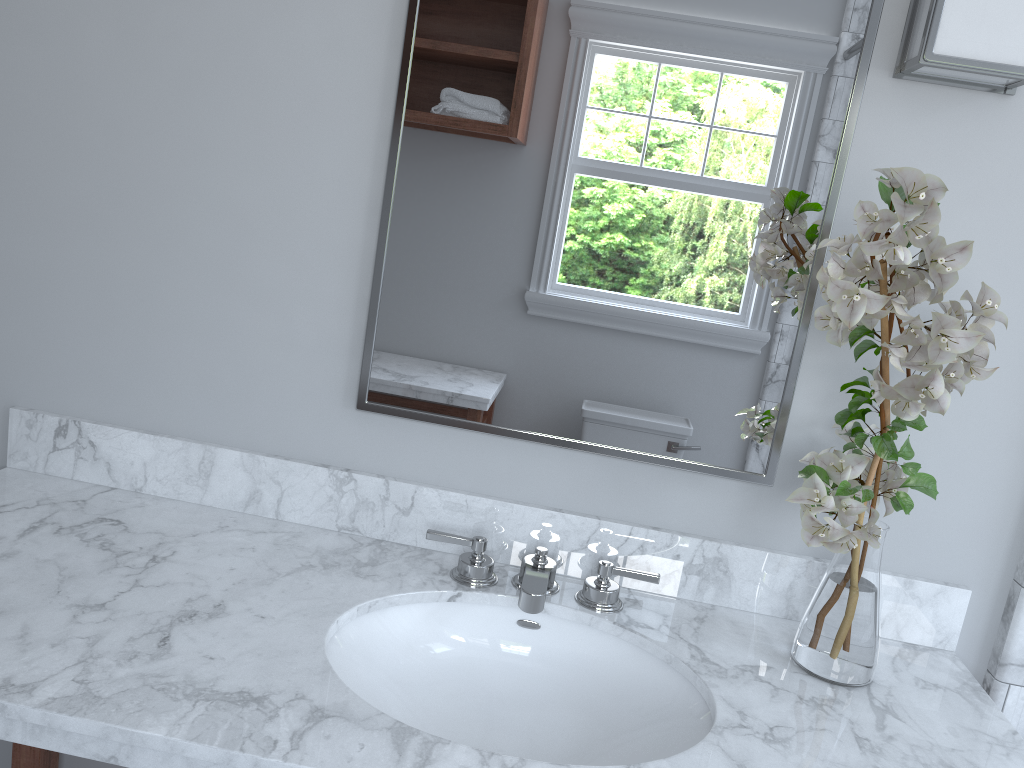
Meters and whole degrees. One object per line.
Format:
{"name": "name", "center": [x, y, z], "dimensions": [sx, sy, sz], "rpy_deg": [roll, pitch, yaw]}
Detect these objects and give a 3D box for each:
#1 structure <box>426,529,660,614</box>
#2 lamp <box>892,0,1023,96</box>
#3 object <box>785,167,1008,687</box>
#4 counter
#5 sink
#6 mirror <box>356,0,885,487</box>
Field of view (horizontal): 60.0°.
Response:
{"name": "structure", "center": [0.044, 0.298, 1.425], "dimensions": [0.295, 0.069, 0.256], "rpy_deg": [1, 14, -35]}
{"name": "lamp", "center": [0.670, -0.562, 1.247], "dimensions": [0.175, 0.266, 0.091], "rpy_deg": [10, 11, 4]}
{"name": "object", "center": [0.476, 0.089, 1.185], "dimensions": [0.225, 0.706, 0.374], "rpy_deg": [17, 14, 34]}
{"name": "counter", "center": [-0.180, 0.718, 1.298], "dimensions": [1.657, 0.983, 0.638], "rpy_deg": [10, 11, 4]}
{"name": "sink", "center": [-0.024, 0.520, 1.237], "dimensions": [0.494, 0.270, 0.517], "rpy_deg": [1, 14, -36]}
{"name": "mirror", "center": [0.159, -0.370, 1.370], "dimensions": [0.694, 0.977, 0.030], "rpy_deg": [10, 11, 4]}
